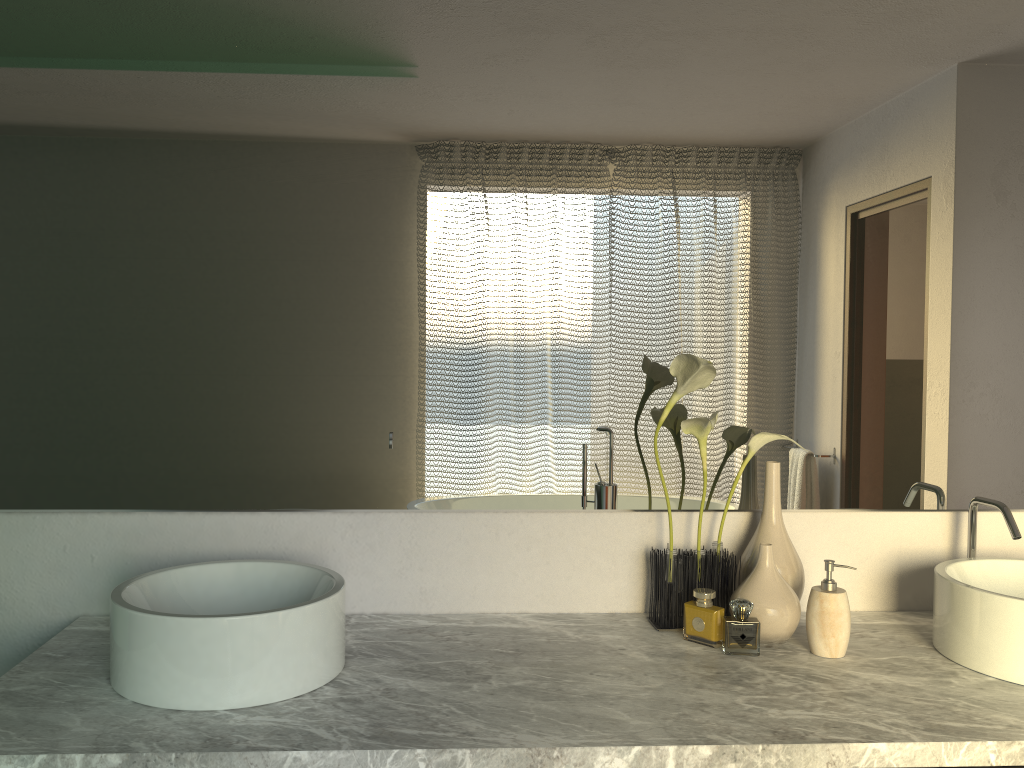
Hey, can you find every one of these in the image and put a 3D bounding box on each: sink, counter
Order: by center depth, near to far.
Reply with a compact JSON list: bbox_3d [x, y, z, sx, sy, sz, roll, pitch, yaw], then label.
[{"bbox_3d":[-0.444,0.383,1.401,0.357,0.131,0.357,0,2,-2],"label":"sink"},{"bbox_3d":[0.341,0.504,1.431,2.253,0.101,0.589,0,2,-3],"label":"counter"},{"bbox_3d":[0.901,0.392,1.471,0.350,0.131,0.364,0,2,-27],"label":"sink"}]

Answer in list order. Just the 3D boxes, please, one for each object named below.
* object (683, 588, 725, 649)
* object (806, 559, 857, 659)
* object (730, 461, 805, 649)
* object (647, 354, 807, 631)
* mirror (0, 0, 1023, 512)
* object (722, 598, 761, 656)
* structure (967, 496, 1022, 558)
[{"bbox_3d":[0.334,0.405,1.541,0.038,0.092,0.067,-1,2,-44],"label":"object"},{"bbox_3d":[0.533,0.375,1.490,0.069,0.158,0.072,0,2,-22],"label":"object"},{"bbox_3d":[0.463,0.299,1.599,0.122,0.305,0.236,1,2,21],"label":"object"},{"bbox_3d":[0.383,0.198,1.623,0.239,0.504,0.192,0,2,-26],"label":"object"},{"bbox_3d":[-0.137,-0.333,1.670,4.068,1.152,0.017,0,2,-3],"label":"mirror"},{"bbox_3d":[0.384,0.406,1.484,0.057,0.090,0.038,1,2,6],"label":"object"},{"bbox_3d":[0.857,0.332,1.631,0.066,0.242,0.165,1,2,-2],"label":"structure"}]
